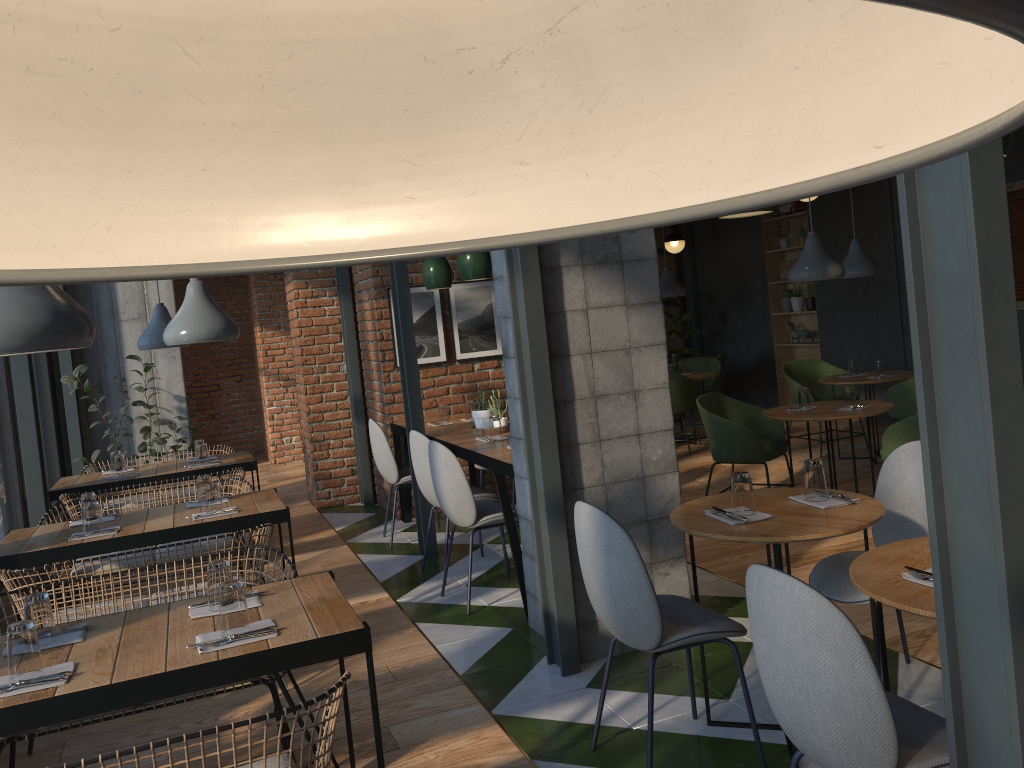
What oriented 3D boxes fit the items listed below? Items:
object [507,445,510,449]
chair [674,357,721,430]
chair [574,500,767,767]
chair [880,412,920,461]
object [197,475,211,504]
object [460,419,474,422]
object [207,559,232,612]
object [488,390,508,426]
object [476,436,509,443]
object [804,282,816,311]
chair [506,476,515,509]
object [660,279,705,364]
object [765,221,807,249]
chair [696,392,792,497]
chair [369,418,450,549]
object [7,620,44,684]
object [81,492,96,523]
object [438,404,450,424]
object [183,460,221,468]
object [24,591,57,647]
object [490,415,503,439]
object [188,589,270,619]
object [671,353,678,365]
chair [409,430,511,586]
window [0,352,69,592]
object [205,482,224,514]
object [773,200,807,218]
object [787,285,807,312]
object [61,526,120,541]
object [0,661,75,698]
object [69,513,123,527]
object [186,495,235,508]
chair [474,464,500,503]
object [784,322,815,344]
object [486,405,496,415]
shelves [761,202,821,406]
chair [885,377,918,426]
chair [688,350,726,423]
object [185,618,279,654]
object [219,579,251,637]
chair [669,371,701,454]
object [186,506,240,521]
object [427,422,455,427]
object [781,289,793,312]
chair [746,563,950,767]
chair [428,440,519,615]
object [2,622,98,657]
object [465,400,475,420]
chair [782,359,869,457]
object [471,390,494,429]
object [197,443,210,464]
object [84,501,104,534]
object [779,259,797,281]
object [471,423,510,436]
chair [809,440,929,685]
[{"bbox_3d":[0.072,0.342,4.870,0.158,0.019,0.243,-7,5,-20],"label":"object"},{"bbox_3d":[2.024,0.134,9.773,0.637,0.817,0.517,-4,3,30],"label":"chair"},{"bbox_3d":[0.494,0.783,2.889,0.508,0.886,0.418,-7,2,-19],"label":"chair"},{"bbox_3d":[2.535,0.418,5.358,0.514,0.817,0.641,-4,3,40],"label":"chair"},{"bbox_3d":[-1.558,0.534,4.495,0.080,0.138,0.080,-4,3,45],"label":"object"},{"bbox_3d":[-0.275,0.254,6.498,0.158,0.019,0.243,-7,5,-20],"label":"object"},{"bbox_3d":[-0.878,0.603,2.665,0.080,0.138,0.080,-4,3,44],"label":"object"},{"bbox_3d":[-0.091,0.169,5.619,0.116,0.282,0.128,-7,2,-24],"label":"object"},{"bbox_3d":[-0.121,0.325,5.362,0.158,0.019,0.243,-7,5,-20],"label":"object"},{"bbox_3d":[3.477,-1.027,10.322,0.143,0.349,0.144,-6,2,-3],"label":"object"},{"bbox_3d":[0.204,0.566,6.126,0.508,0.886,0.418,-6,2,-13],"label":"chair"},{"bbox_3d":[2.060,-0.509,11.721,1.058,1.792,0.722,-6,2,-10],"label":"object"},{"bbox_3d":[3.286,-1.788,10.577,0.175,0.329,0.536,-8,4,-41],"label":"object"},{"bbox_3d":[1.592,0.464,6.039,0.514,0.817,0.641,-4,3,35],"label":"chair"},{"bbox_3d":[-0.717,0.651,6.268,0.508,0.886,0.418,-6,2,-14],"label":"chair"},{"bbox_3d":[-1.233,0.672,2.236,0.080,0.138,0.080,-4,3,35],"label":"object"},{"bbox_3d":[-2.056,0.600,4.309,0.080,0.138,0.080,-7,2,-18],"label":"object"},{"bbox_3d":[-0.499,0.215,6.440,0.080,0.138,0.080,-6,2,1],"label":"object"},{"bbox_3d":[-2.099,0.541,6.003,0.243,0.019,0.157,-7,5,-20],"label":"object"},{"bbox_3d":[-1.338,0.663,2.504,0.080,0.138,0.080,-4,3,44],"label":"object"},{"bbox_3d":[-0.099,0.257,5.348,0.080,0.138,0.080,-6,2,3],"label":"object"},{"bbox_3d":[-0.859,0.665,2.695,0.243,0.019,0.157,-7,5,-18],"label":"object"},{"bbox_3d":[1.997,-0.304,10.892,0.080,0.138,0.080,-6,2,-13],"label":"object"},{"bbox_3d":[-0.322,0.682,5.326,0.509,0.886,0.418,-7,2,-24],"label":"chair"},{"bbox_3d":[-2.325,-1.691,2.809,0.127,5.590,8.723,-7,4,-20],"label":"window"},{"bbox_3d":[-1.420,0.541,4.214,0.080,0.138,0.080,-7,2,-18],"label":"object"},{"bbox_3d":[3.308,-2.144,10.507,0.204,0.284,0.517,-7,4,-20],"label":"object"},{"bbox_3d":[3.393,-1.025,10.547,0.213,0.329,0.233,-7,3,-15],"label":"object"},{"bbox_3d":[-1.902,0.673,4.010,0.243,0.019,0.157,-7,5,-18],"label":"object"},{"bbox_3d":[-1.226,0.740,2.213,0.243,0.019,0.157,-7,5,-18],"label":"object"},{"bbox_3d":[-2.038,0.662,4.341,0.243,0.019,0.157,-8,5,-21],"label":"object"},{"bbox_3d":[-1.539,0.596,4.525,0.243,0.019,0.157,-7,5,-18],"label":"object"},{"bbox_3d":[-0.024,0.552,6.625,0.509,0.886,0.418,-7,2,-24],"label":"chair"},{"bbox_3d":[3.437,-0.614,10.590,0.151,0.257,0.521,-7,4,-20],"label":"object"},{"bbox_3d":[-0.138,0.213,5.986,0.080,0.138,0.080,-4,3,43],"label":"object"},{"bbox_3d":[3.447,-1.016,10.549,0.285,2.702,0.836,-7,2,-20],"label":"shelves"},{"bbox_3d":[3.278,0.222,6.920,0.640,0.817,0.515,-7,3,-25],"label":"chair"},{"bbox_3d":[2.384,0.018,10.803,0.514,0.817,0.640,-5,3,16],"label":"chair"},{"bbox_3d":[-0.757,0.677,2.394,0.243,0.019,0.157,-8,5,-21],"label":"object"},{"bbox_3d":[-0.761,0.610,2.418,0.080,0.138,0.080,-6,2,2],"label":"object"},{"bbox_3d":[1.537,0.254,8.867,0.637,0.817,0.517,-5,3,25],"label":"chair"},{"bbox_3d":[-1.416,0.609,4.189,0.243,0.019,0.157,-8,5,-21],"label":"object"},{"bbox_3d":[-0.522,0.283,6.453,0.158,0.019,0.243,-8,5,-21],"label":"object"},{"bbox_3d":[3.354,-1.021,10.761,0.189,0.295,0.173,-4,3,44],"label":"object"},{"bbox_3d":[0.833,0.813,2.035,0.508,0.886,0.418,-7,2,-19],"label":"chair"},{"bbox_3d":[-0.159,0.707,4.774,0.509,0.886,0.418,-7,2,-24],"label":"chair"},{"bbox_3d":[-1.319,0.725,2.535,0.243,0.019,0.157,-7,5,-19],"label":"object"},{"bbox_3d":[-0.311,0.191,6.508,0.080,0.138,0.080,-4,3,43],"label":"object"},{"bbox_3d":[2.798,0.190,7.983,0.639,0.817,0.515,-7,3,-20],"label":"chair"},{"bbox_3d":[-0.188,0.175,5.700,0.146,0.276,0.145,-8,3,-39],"label":"object"},{"bbox_3d":[-2.103,0.473,6.028,0.080,0.138,0.080,-4,3,43],"label":"object"},{"bbox_3d":[-1.909,0.606,4.032,0.080,0.138,0.080,-4,3,45],"label":"object"},{"bbox_3d":[3.390,-1.369,10.579,0.199,0.241,0.340,-7,4,-25],"label":"object"},{"bbox_3d":[-0.134,0.289,5.670,0.253,0.046,0.252,-2,6,43],"label":"object"},{"bbox_3d":[1.335,0.675,3.168,0.508,0.886,0.418,-7,2,-14],"label":"chair"}]
